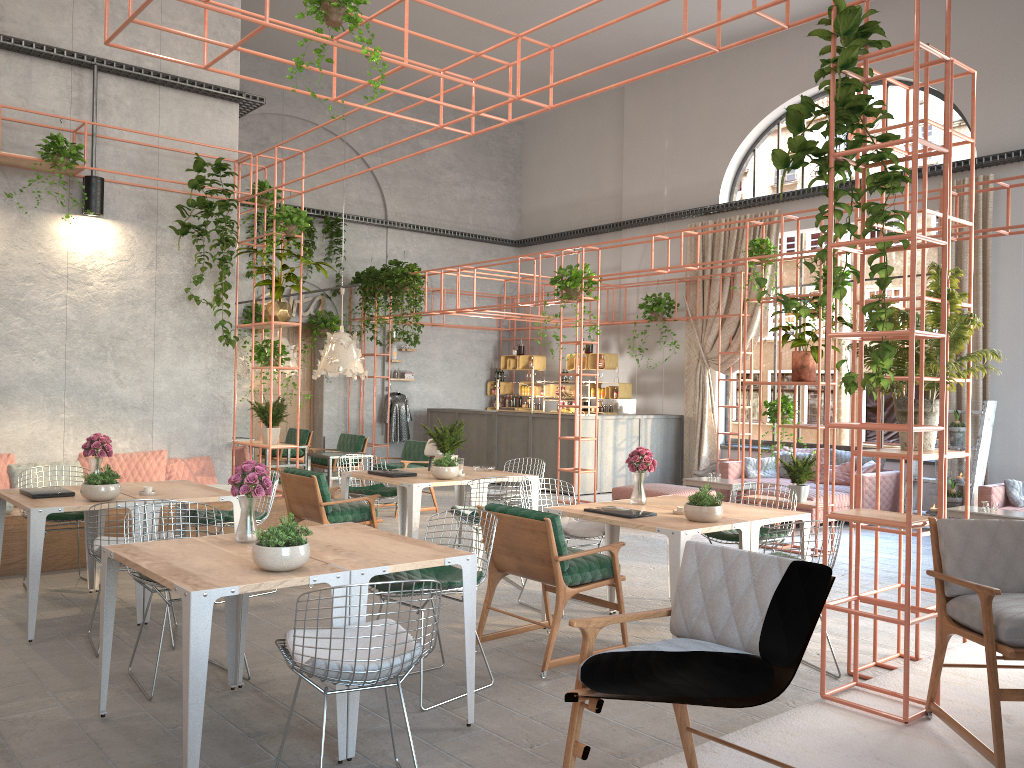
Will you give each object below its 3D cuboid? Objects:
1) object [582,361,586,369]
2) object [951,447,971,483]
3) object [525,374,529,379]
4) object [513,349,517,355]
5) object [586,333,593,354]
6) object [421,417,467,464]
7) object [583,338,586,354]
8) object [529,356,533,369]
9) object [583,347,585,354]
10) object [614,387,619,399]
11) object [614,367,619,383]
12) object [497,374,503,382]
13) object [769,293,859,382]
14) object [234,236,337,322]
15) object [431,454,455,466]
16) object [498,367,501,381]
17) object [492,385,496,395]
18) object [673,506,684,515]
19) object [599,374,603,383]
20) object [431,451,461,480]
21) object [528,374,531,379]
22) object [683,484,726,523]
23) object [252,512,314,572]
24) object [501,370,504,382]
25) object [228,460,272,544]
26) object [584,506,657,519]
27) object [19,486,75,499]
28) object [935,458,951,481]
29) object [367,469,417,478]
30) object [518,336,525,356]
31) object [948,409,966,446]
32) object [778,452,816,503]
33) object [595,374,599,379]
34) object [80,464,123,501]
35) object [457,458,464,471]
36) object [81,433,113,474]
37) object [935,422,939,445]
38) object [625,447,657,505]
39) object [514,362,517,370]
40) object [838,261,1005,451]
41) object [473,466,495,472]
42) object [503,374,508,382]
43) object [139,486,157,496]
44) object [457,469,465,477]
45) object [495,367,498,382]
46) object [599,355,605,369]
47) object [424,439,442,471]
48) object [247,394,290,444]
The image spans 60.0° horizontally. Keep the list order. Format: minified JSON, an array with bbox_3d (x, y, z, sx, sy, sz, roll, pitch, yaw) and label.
[{"bbox_3d":[1.332,-0.340,16.118,0.123,0.142,0.141,1,0,-40],"label":"object"},{"bbox_3d":[5.504,0.987,10.868,0.216,0.430,0.219,1,0,44],"label":"object"},{"bbox_3d":[0.296,-0.121,17.324,0.083,0.159,0.083,1,0,-31],"label":"object"},{"bbox_3d":[0.054,-0.628,17.597,0.088,0.123,0.088,1,0,16],"label":"object"},{"bbox_3d":[1.416,-0.741,16.191,0.134,0.386,0.134,1,0,39],"label":"object"},{"bbox_3d":[-0.604,0.567,8.191,0.438,0.527,0.368,1,0,-40],"label":"object"},{"bbox_3d":[1.320,-0.700,16.361,0.134,0.301,0.134,1,0,39],"label":"object"},{"bbox_3d":[0.394,-0.410,17.340,0.137,0.261,0.137,1,0,-4],"label":"object"},{"bbox_3d":[1.284,-0.612,16.123,0.088,0.123,0.088,1,0,16],"label":"object"},{"bbox_3d":[1.845,0.157,15.480,0.131,0.207,0.131,1,0,5],"label":"object"},{"bbox_3d":[1.849,-0.156,15.659,0.075,0.273,0.075,1,0,39],"label":"object"},{"bbox_3d":[-0.241,-0.121,17.966,0.115,0.147,0.115,1,0,5],"label":"object"},{"bbox_3d":[3.145,-0.495,9.246,0.923,0.946,0.924,1,0,16],"label":"object"},{"bbox_3d":[-2.344,-1.103,9.185,0.934,0.947,0.903,1,0,12],"label":"object"},{"bbox_3d":[-0.670,0.756,8.644,0.210,0.154,0.165,1,0,40],"label":"object"},{"bbox_3d":[-0.260,-0.193,18.089,0.066,0.291,0.066,1,0,-33],"label":"object"},{"bbox_3d":[-0.344,0.129,18.078,0.131,0.207,0.131,1,0,5],"label":"object"},{"bbox_3d":[1.128,0.839,5.905,0.115,0.073,0.115,1,0,44],"label":"object"},{"bbox_3d":[1.584,-0.104,15.781,0.083,0.159,0.083,1,0,5],"label":"object"},{"bbox_3d":[-0.585,0.707,7.747,0.248,0.247,0.254,1,0,-40],"label":"object"},{"bbox_3d":[0.354,-0.120,17.255,0.083,0.159,0.083,1,0,-31],"label":"object"},{"bbox_3d":[1.212,0.755,5.623,0.247,0.247,0.252,1,0,-40],"label":"object"},{"bbox_3d":[-0.999,0.680,3.839,0.247,0.247,0.252,1,0,-40],"label":"object"},{"bbox_3d":[-0.196,-0.191,18.140,0.066,0.291,0.066,1,0,0],"label":"object"},{"bbox_3d":[-1.324,0.593,4.488,0.225,0.414,0.213,1,0,43],"label":"object"},{"bbox_3d":[0.715,0.854,5.879,0.268,0.031,0.427,1,0,-40],"label":"object"},{"bbox_3d":[-3.248,0.757,6.195,0.268,0.031,0.427,1,0,-40],"label":"object"},{"bbox_3d":[5.376,1.052,11.070,0.223,0.297,0.223,1,0,-21],"label":"object"},{"bbox_3d":[-1.082,0.806,8.004,0.268,0.031,0.427,1,0,-40],"label":"object"},{"bbox_3d":[0.185,-0.757,17.665,0.134,0.386,0.134,1,0,-6],"label":"object"},{"bbox_3d":[5.550,0.541,11.066,0.212,0.457,0.217,1,0,-23],"label":"object"},{"bbox_3d":[3.006,0.969,9.262,0.438,0.527,0.368,1,0,-40],"label":"object"},{"bbox_3d":[1.526,-0.105,15.851,0.083,0.159,0.083,1,0,5],"label":"object"},{"bbox_3d":[-2.751,0.657,5.938,0.248,0.247,0.254,1,0,-40],"label":"object"},{"bbox_3d":[-0.507,0.771,8.502,0.095,0.119,0.095,1,0,-16],"label":"object"},{"bbox_3d":[-3.081,0.571,6.592,0.225,0.414,0.213,1,0,43],"label":"object"},{"bbox_3d":[5.387,0.515,11.268,0.216,0.500,0.216,1,0,-8],"label":"object"},{"bbox_3d":[0.925,0.657,6.367,0.225,0.414,0.213,1,0,43],"label":"object"},{"bbox_3d":[0.101,-0.355,17.591,0.123,0.142,0.141,1,0,-40],"label":"object"},{"bbox_3d":[2.432,-0.153,5.297,0.894,1.100,0.900,1,0,-11],"label":"object"},{"bbox_3d":[-0.271,0.816,8.551,0.218,0.041,0.218,1,0,-31],"label":"object"},{"bbox_3d":[-0.140,-0.119,18.051,0.115,0.147,0.115,1,0,5],"label":"object"},{"bbox_3d":[-2.581,0.750,6.286,0.115,0.078,0.115,1,0,-34],"label":"object"},{"bbox_3d":[-0.483,0.798,8.038,0.115,0.078,0.115,1,0,-34],"label":"object"},{"bbox_3d":[-0.319,-0.194,18.039,0.066,0.291,0.066,1,0,20],"label":"object"},{"bbox_3d":[1.624,-0.394,15.867,0.137,0.261,0.137,1,0,-4],"label":"object"},{"bbox_3d":[-0.721,0.683,8.497,0.241,0.313,0.241,1,0,5],"label":"object"},{"bbox_3d":[-2.503,0.362,9.175,0.438,0.527,0.368,1,0,-40],"label":"object"}]
